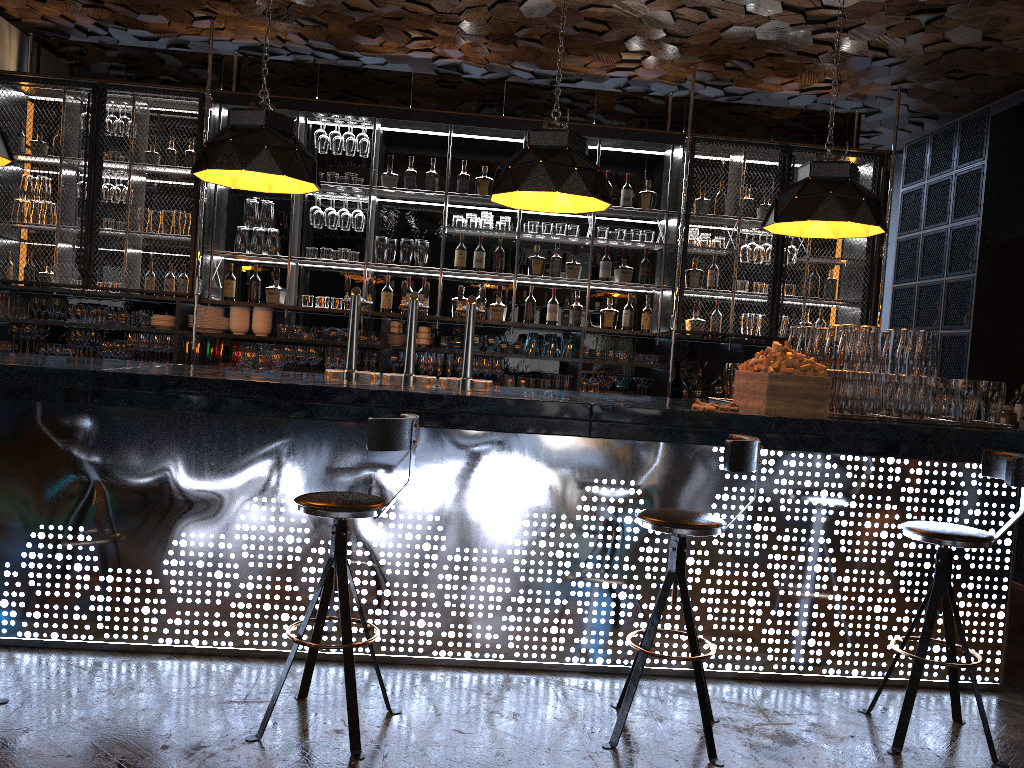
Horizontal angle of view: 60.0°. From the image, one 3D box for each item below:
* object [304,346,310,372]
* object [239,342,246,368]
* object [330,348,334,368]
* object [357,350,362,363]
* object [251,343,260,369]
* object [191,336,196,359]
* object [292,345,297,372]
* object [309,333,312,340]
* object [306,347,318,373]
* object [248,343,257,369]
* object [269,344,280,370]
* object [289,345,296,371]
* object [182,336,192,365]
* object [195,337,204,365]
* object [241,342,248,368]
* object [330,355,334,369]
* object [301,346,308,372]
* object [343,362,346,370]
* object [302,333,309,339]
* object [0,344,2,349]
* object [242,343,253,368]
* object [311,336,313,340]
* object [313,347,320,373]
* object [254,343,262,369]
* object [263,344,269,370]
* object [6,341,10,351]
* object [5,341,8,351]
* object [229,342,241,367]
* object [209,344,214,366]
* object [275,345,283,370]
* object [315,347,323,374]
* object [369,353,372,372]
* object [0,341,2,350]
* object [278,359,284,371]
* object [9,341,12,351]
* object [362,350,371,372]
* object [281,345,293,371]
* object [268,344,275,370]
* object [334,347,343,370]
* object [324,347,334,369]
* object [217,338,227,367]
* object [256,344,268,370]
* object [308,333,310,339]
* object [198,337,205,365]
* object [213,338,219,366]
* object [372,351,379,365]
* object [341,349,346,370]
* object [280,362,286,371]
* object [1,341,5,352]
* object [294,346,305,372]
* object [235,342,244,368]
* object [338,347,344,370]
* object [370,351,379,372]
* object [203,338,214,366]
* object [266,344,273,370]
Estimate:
[{"bbox_3d":[-1.596,-0.184,6.839,0.084,0.216,0.084,4,2,-5],"label":"object"},{"bbox_3d":[-2.056,-0.211,6.724,0.082,0.213,0.082,2,3,-44],"label":"object"},{"bbox_3d":[-1.380,-0.168,6.705,0.071,0.226,0.071,3,3,-32],"label":"object"},{"bbox_3d":[-1.193,-0.152,6.734,0.092,0.218,0.092,2,3,-44],"label":"object"},{"bbox_3d":[-1.960,-0.204,6.732,0.082,0.213,0.082,5,2,17],"label":"object"},{"bbox_3d":[-2.384,-0.241,6.677,0.073,0.229,0.073,4,2,-15],"label":"object"},{"bbox_3d":[-1.688,-0.190,6.838,0.084,0.216,0.084,6,3,34],"label":"object"},{"bbox_3d":[-1.538,-0.361,6.706,0.049,0.048,0.044,3,2,-16],"label":"object"},{"bbox_3d":[-1.487,-0.166,6.582,0.084,0.216,0.084,6,3,38],"label":"object"},{"bbox_3d":[-1.961,-0.201,6.640,0.082,0.213,0.082,3,2,-28],"label":"object"},{"bbox_3d":[-1.765,-0.184,6.565,0.082,0.213,0.082,5,2,26],"label":"object"},{"bbox_3d":[-1.675,-0.184,6.703,0.084,0.216,0.084,4,2,8],"label":"object"},{"bbox_3d":[-2.396,-0.236,6.530,0.073,0.229,0.073,4,2,-15],"label":"object"},{"bbox_3d":[-2.340,-0.235,6.604,0.073,0.229,0.073,4,2,-15],"label":"object"},{"bbox_3d":[-2.066,-0.215,6.812,0.082,0.213,0.082,3,2,-28],"label":"object"},{"bbox_3d":[-1.382,-0.172,6.799,0.071,0.226,0.071,3,3,-32],"label":"object"},{"bbox_3d":[-1.584,-0.178,6.706,0.084,0.216,0.084,4,2,-12],"label":"object"},{"bbox_3d":[-1.293,-0.163,6.860,0.092,0.218,0.092,2,3,-44],"label":"object"},{"bbox_3d":[-1.537,-0.357,6.599,0.049,0.048,0.044,6,3,38],"label":"object"},{"bbox_3d":[-3.723,-0.251,6.433,0.034,0.080,0.034,2,3,-40],"label":"object"},{"bbox_3d":[-1.961,-0.198,6.553,0.082,0.213,0.082,5,2,25],"label":"object"},{"bbox_3d":[-1.550,-0.365,6.814,0.049,0.048,0.044,5,3,33],"label":"object"},{"bbox_3d":[-1.499,-0.172,6.718,0.084,0.216,0.084,6,3,38],"label":"object"},{"bbox_3d":[-1.971,-0.208,6.817,0.082,0.213,0.082,5,2,26],"label":"object"},{"bbox_3d":[-1.861,-0.194,6.648,0.082,0.213,0.082,3,2,-25],"label":"object"},{"bbox_3d":[-3.786,-0.273,6.651,0.031,0.098,0.031,6,3,43],"label":"object"},{"bbox_3d":[-3.780,-0.271,6.613,0.031,0.098,0.031,5,2,28],"label":"object"},{"bbox_3d":[-2.049,-0.204,6.547,0.082,0.213,0.082,5,2,25],"label":"object"},{"bbox_3d":[-2.270,-0.233,6.693,0.073,0.229,0.073,4,2,-15],"label":"object"},{"bbox_3d":[-1.764,-0.187,6.656,0.082,0.213,0.082,3,2,-23],"label":"object"},{"bbox_3d":[-1.506,-0.178,6.852,0.084,0.216,0.084,5,2,18],"label":"object"},{"bbox_3d":[-1.078,-0.145,6.773,0.071,0.217,0.071,4,2,4],"label":"object"},{"bbox_3d":[-3.777,-0.268,6.537,0.031,0.098,0.031,6,3,41],"label":"object"},{"bbox_3d":[-1.770,-0.191,6.745,0.082,0.213,0.082,3,2,-16],"label":"object"},{"bbox_3d":[-3.790,-0.274,6.687,0.031,0.098,0.031,4,2,1],"label":"object"},{"bbox_3d":[-1.101,-0.143,6.688,0.071,0.217,0.071,4,2,4],"label":"object"},{"bbox_3d":[-1.671,-0.179,6.569,0.084,0.216,0.084,4,2,-16],"label":"object"},{"bbox_3d":[-1.871,-0.201,6.827,0.082,0.213,0.082,4,2,-5],"label":"object"},{"bbox_3d":[-1.297,-0.158,6.587,0.071,0.226,0.071,3,3,-32],"label":"object"},{"bbox_3d":[-1.373,-0.165,6.621,0.071,0.226,0.071,3,3,-32],"label":"object"},{"bbox_3d":[-2.154,-0.220,6.563,0.073,0.229,0.073,4,2,-15],"label":"object"},{"bbox_3d":[-1.857,-0.190,6.561,0.082,0.213,0.082,5,2,29],"label":"object"},{"bbox_3d":[-1.542,-0.359,6.656,0.044,0.048,0.049,5,2,28],"label":"object"},{"bbox_3d":[-2.396,-0.245,6.785,0.073,0.229,0.073,4,2,-15],"label":"object"},{"bbox_3d":[-2.211,-0.227,6.632,0.073,0.229,0.073,4,2,-15],"label":"object"},{"bbox_3d":[-1.072,-0.147,6.853,0.071,0.217,0.071,4,2,4],"label":"object"},{"bbox_3d":[-1.292,-0.159,6.753,0.092,0.218,0.092,2,3,-44],"label":"object"},{"bbox_3d":[-1.774,-0.194,6.833,0.082,0.213,0.082,4,2,-13],"label":"object"},{"bbox_3d":[-3.778,-0.270,6.578,0.031,0.098,0.031,5,2,18],"label":"object"},{"bbox_3d":[-1.577,-0.173,6.575,0.084,0.216,0.084,5,2,11],"label":"object"},{"bbox_3d":[-2.053,-0.207,6.637,0.082,0.213,0.082,4,2,-12],"label":"object"},{"bbox_3d":[-1.303,-0.161,6.668,0.071,0.226,0.071,3,3,-32],"label":"object"},{"bbox_3d":[-1.037,-0.137,6.654,0.071,0.217,0.071,4,2,4],"label":"object"},{"bbox_3d":[-2.252,-0.227,6.560,0.073,0.229,0.073,4,2,-15],"label":"object"},{"bbox_3d":[-1.867,-0.198,6.738,0.082,0.213,0.082,5,2,28],"label":"object"}]
